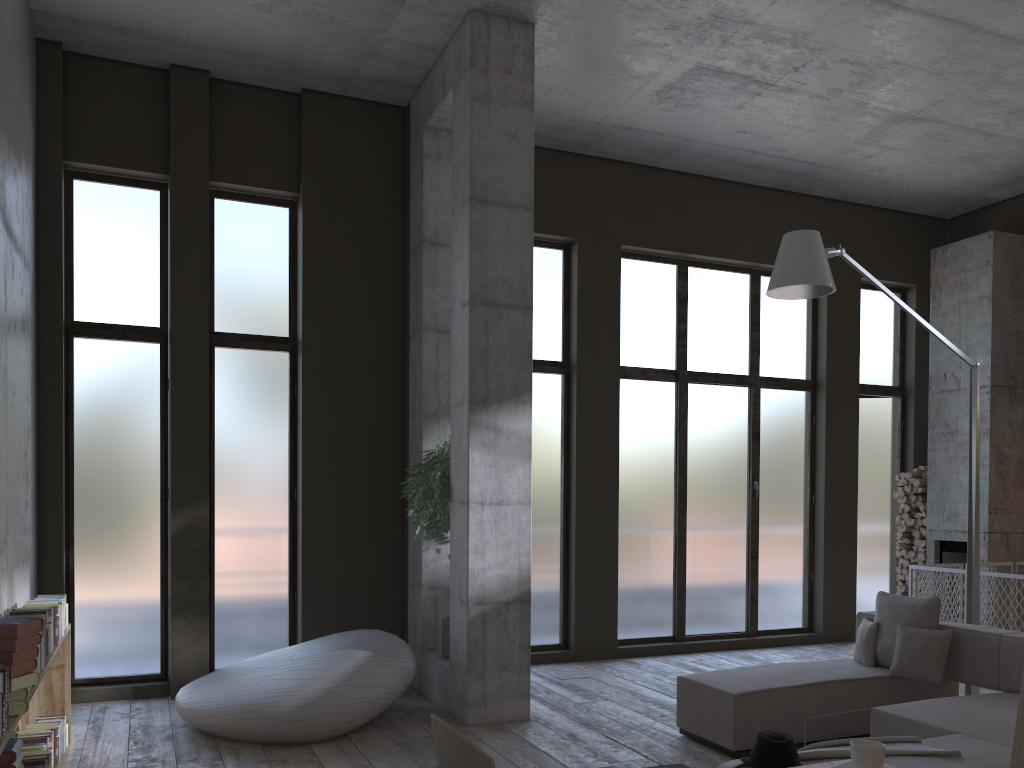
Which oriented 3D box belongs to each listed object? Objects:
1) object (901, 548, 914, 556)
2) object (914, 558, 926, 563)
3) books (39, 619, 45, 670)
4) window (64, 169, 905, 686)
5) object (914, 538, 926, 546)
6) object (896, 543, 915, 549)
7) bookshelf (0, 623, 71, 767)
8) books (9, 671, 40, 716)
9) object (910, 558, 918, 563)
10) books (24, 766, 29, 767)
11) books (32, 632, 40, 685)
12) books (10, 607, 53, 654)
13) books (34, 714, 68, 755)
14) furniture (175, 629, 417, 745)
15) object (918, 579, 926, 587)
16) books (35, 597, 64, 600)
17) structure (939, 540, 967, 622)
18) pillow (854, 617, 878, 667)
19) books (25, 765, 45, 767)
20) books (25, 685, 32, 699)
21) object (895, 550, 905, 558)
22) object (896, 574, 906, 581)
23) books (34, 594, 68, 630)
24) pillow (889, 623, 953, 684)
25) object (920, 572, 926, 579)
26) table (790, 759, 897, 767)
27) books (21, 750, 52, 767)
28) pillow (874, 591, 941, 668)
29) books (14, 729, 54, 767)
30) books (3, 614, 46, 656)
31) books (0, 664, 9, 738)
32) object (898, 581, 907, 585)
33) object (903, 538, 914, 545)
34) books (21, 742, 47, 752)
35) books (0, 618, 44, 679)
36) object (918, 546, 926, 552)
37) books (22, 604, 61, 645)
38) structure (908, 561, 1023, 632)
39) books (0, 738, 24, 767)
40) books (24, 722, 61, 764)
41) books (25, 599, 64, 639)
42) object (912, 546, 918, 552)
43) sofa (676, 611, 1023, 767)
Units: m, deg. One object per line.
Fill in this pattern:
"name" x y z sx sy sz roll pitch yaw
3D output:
"object" 4.868 2.009 10.511 0.455 0.089 0.091 3 -4 -22
"object" 4.915 2.064 10.316 0.364 0.067 0.122 3 -6 -22
"books" -2.388 1.278 4.244 0.215 0.219 0.493 2 -6 -23
"window" 0.586 0.648 8.967 9.217 4.168 0.209 3 0 -24
"object" 4.936 1.861 10.323 0.437 0.093 0.093 3 -4 -22
"object" 4.770 1.933 10.474 0.423 0.073 0.071 3 -4 -22
"bookshelf" -2.044 1.671 3.333 0.303 0.797 5.357 0 -7 -23
"books" -1.996 1.200 3.406 0.285 0.149 0.222 -2 -5 25
"object" 4.879 2.090 10.411 0.360 0.074 0.064 4 -4 -25
"books" -2.188 1.890 3.771 0.215 0.447 0.453 1 -3 -23
"books" -2.234 1.234 3.935 0.189 0.228 0.200 1 -3 -23
"books" -2.626 1.349 4.797 0.209 0.220 0.280 2 -4 -24
"books" -2.927 2.231 5.576 0.170 0.220 0.278 1 -4 -22
"furniture" -1.630 2.258 6.492 1.793 0.808 1.641 -1 -6 15
"object" 4.959 2.315 10.247 0.480 0.083 0.094 3 -5 -22
"books" -2.848 1.431 5.392 0.154 0.220 0.156 1 -2 -23
"structure" 5.029 2.213 9.782 0.056 0.925 0.577 0 -1 -23
"pillow" 2.631 1.923 6.498 0.151 0.375 0.371 0 -3 10
"books" -2.510 2.092 4.500 0.189 0.228 0.200 1 -3 -23
"books" -2.144 1.203 3.696 0.209 0.220 0.280 2 -4 -24
"object" 4.831 2.048 10.590 0.437 0.092 0.092 3 -4 -22
"object" 4.836 2.330 10.602 0.437 0.107 0.080 3 -3 -23
"books" -2.934 1.458 5.591 0.170 0.220 0.278 1 -4 -22
"pillow" 2.778 1.829 5.960 0.377 0.371 0.169 -2 -2 41
"object" 4.979 2.237 10.262 0.435 0.079 0.115 4 -6 -24
"table" 1.612 1.212 0.065 1.013 0.916 5.221 2 -7 -23
"books" -2.591 2.121 4.716 0.209 0.220 0.280 2 -4 -24
"pillow" 2.775 1.762 6.237 0.221 0.555 0.566 0 -3 -21
"books" -2.808 2.176 5.149 0.209 0.220 0.280 2 -4 -24
"books" -2.539 1.318 4.566 0.189 0.228 0.200 1 -3 -23
"books" -1.872 1.123 3.021 0.215 0.219 0.493 2 -6 -23
"object" 4.840 2.433 10.620 0.364 0.118 0.070 3 -2 -23
"object" 4.881 1.880 10.494 0.435 0.079 0.115 3 -5 -22
"books" -2.721 2.145 4.918 0.189 0.228 0.200 1 -3 -23
"books" -1.985 1.020 3.395 0.246 0.210 0.190 0 -3 -1
"object" 4.946 1.934 10.282 0.423 0.067 0.067 3 -4 -22
"books" -2.687 1.375 5.007 0.189 0.220 0.156 1 -2 -23
"structure" 5.759 2.092 7.221 1.928 0.929 4.457 3 -8 -23
"books" -2.143 1.574 3.631 0.189 0.160 0.240 2 -5 -23
"books" -2.869 2.202 5.358 0.189 0.220 0.156 1 -2 -23
"books" -2.772 1.400 5.207 0.189 0.228 0.250 1 -4 -23
"object" 4.915 1.945 10.356 0.423 0.067 0.067 3 -4 -22
"sofa" 2.160 1.906 4.967 3.014 0.782 3.017 3 -8 -23
